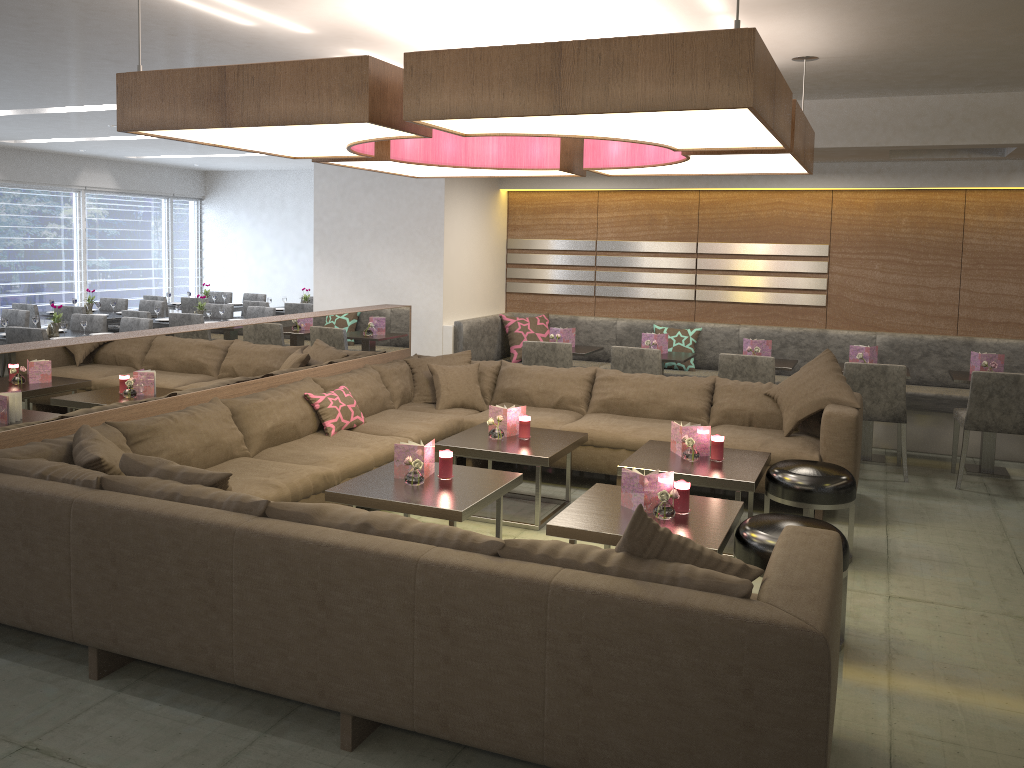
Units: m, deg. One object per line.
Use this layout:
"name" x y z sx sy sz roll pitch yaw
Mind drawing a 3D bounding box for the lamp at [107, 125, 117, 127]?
"lamp" -3.714 -2.397 8.218 0.089 0.007 0.089 -2 10 -22

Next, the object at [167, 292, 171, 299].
"object" -4.383 -1.101 11.292 0.053 0.138 0.054 -1 6 -19

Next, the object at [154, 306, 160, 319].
"object" -3.626 -0.725 9.034 0.053 0.138 0.054 -1 6 -19

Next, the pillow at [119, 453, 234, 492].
"pillow" -1.164 0.418 3.208 0.495 0.337 0.314 4 7 17

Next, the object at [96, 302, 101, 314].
"object" -4.416 -0.807 9.443 0.053 0.138 0.054 -1 6 -19

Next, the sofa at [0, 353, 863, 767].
"sofa" -0.020 0.464 4.358 3.185 0.670 3.793 5 10 22

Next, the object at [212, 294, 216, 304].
"object" -3.731 -1.053 11.080 0.053 0.138 0.054 -1 6 -19

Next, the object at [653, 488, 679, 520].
"object" 0.644 0.469 3.548 0.194 0.125 0.095 -4 8 -36

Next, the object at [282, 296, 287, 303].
"object" -2.820 -1.015 10.962 0.053 0.138 0.054 -1 6 -19

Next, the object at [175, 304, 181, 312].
"object" -3.514 -0.766 9.303 0.053 0.138 0.054 -1 6 -19

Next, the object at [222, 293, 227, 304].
"object" -3.683 -1.090 11.320 0.053 0.138 0.054 -1 6 -19

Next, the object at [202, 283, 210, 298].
"object" -3.883 -1.145 11.208 0.155 0.274 0.104 3 6 20

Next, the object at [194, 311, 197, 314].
"object" -3.231 -0.694 9.016 0.070 0.099 0.205 0 8 -8

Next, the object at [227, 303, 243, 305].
"object" -3.524 -1.021 11.297 0.217 0.015 0.219 -1 9 -15

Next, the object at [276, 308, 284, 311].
"object" -2.812 -0.893 10.586 0.217 0.015 0.219 2 9 3

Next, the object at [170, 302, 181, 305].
"object" -4.213 -1.015 11.166 0.217 0.015 0.219 1 9 1

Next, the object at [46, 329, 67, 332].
"object" -4.007 -0.464 7.728 0.217 0.015 0.218 -2 10 -21

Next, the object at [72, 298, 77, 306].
"object" -4.901 -0.891 9.903 0.053 0.138 0.054 -1 6 -19

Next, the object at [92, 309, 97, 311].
"object" -4.750 -0.822 9.882 0.217 0.015 0.219 1 9 1

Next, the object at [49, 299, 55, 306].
"object" -5.013 -0.850 9.634 0.053 0.138 0.054 -1 6 -19

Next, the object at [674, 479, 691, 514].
"object" 0.692 0.459 3.602 0.075 0.127 0.076 0 6 -15

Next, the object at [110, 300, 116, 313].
"object" -4.368 -0.844 9.682 0.053 0.138 0.054 -1 6 -19

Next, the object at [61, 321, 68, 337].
"object" -3.685 -0.447 7.275 0.053 0.138 0.054 -1 6 -19

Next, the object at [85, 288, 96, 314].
"object" -4.569 -0.899 9.569 0.155 0.274 0.104 3 6 20

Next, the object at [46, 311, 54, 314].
"object" -4.898 -0.769 9.527 0.217 0.015 0.219 1 9 1

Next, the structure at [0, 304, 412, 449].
"structure" -1.596 0.158 5.011 0.224 0.999 3.800 3 9 22

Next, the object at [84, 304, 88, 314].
"object" -4.632 -0.817 9.596 0.070 0.099 0.205 0 8 -8

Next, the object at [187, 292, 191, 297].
"object" -4.216 -1.136 11.540 0.053 0.138 0.054 -1 6 -19

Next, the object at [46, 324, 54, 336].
"object" -3.890 -0.458 7.441 0.070 0.099 0.205 0 8 -8

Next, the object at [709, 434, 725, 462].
"object" 1.045 0.324 4.497 0.075 0.127 0.076 0 6 -15

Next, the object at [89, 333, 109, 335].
"object" -3.467 -0.417 7.504 0.217 0.015 0.218 -2 10 -21

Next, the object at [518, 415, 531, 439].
"object" 0.070 0.238 4.908 0.075 0.127 0.076 1 6 -5

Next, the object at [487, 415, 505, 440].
"object" -0.089 0.238 4.883 0.102 0.131 0.092 0 6 -12

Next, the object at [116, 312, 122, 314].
"object" -4.210 -0.775 9.658 0.217 0.015 0.219 1 9 1

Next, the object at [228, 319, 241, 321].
"object" -2.809 -0.653 9.078 0.217 0.015 0.219 2 9 3

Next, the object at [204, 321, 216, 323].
"object" -2.957 -0.600 8.723 0.217 0.015 0.219 2 9 3

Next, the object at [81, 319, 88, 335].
"object" -3.636 -0.484 7.515 0.053 0.138 0.054 -1 6 -19

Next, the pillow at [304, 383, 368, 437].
"pillow" -1.015 0.147 5.131 0.180 0.250 0.467 3 8 18

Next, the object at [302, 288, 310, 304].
"object" -2.483 -1.023 10.627 0.155 0.274 0.104 3 6 20

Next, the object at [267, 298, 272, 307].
"object" -2.932 -0.974 10.693 0.053 0.138 0.054 -1 6 -19

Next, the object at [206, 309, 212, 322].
"object" -3.029 -0.682 8.843 0.053 0.138 0.054 -1 6 -19

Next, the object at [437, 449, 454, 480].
"object" -0.303 0.367 4.044 0.075 0.127 0.076 1 6 -5

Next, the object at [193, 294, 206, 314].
"object" -3.168 -0.777 8.988 0.155 0.274 0.104 3 6 20

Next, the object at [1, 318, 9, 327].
"object" -4.282 -0.490 7.467 0.053 0.138 0.054 -1 6 -25

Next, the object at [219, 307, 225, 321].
"object" -2.981 -0.719 9.082 0.053 0.138 0.054 -1 6 -19

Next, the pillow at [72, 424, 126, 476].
"pillow" -1.571 0.367 3.494 0.298 0.354 0.506 -3 9 -35

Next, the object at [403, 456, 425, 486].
"object" -0.436 0.384 3.927 0.095 0.128 0.101 2 6 6

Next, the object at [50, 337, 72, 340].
"object" -3.616 -0.363 7.149 0.217 0.015 0.218 5 10 22

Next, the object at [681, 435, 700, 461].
"object" 0.911 0.323 4.489 0.095 0.128 0.107 -1 7 -18

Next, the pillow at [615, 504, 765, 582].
"pillow" 0.433 0.508 2.513 0.532 0.402 0.281 3 6 11

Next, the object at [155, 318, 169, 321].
"object" -3.497 -0.647 8.947 0.217 0.015 0.219 2 9 3

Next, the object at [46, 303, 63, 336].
"object" -3.827 -0.541 7.414 0.155 0.274 0.104 3 6 20

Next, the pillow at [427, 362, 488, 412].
"pillow" -0.360 0.027 5.923 0.380 0.320 0.237 -2 7 -22

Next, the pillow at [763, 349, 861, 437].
"pillow" 1.755 0.051 5.157 0.623 0.509 0.300 7 8 36

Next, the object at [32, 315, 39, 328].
"object" -4.169 -0.531 7.735 0.053 0.138 0.054 -1 6 -19

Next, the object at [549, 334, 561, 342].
"object" 0.355 -0.344 7.099 0.107 0.125 0.095 -2 7 -25

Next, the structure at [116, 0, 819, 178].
"structure" 0.042 -1.368 4.100 2.450 0.614 2.459 5 9 22

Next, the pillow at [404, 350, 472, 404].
"pillow" -0.481 -0.031 6.092 0.526 0.391 0.294 0 6 -8

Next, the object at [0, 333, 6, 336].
"object" -4.156 -0.411 7.373 0.217 0.015 0.218 5 10 22
